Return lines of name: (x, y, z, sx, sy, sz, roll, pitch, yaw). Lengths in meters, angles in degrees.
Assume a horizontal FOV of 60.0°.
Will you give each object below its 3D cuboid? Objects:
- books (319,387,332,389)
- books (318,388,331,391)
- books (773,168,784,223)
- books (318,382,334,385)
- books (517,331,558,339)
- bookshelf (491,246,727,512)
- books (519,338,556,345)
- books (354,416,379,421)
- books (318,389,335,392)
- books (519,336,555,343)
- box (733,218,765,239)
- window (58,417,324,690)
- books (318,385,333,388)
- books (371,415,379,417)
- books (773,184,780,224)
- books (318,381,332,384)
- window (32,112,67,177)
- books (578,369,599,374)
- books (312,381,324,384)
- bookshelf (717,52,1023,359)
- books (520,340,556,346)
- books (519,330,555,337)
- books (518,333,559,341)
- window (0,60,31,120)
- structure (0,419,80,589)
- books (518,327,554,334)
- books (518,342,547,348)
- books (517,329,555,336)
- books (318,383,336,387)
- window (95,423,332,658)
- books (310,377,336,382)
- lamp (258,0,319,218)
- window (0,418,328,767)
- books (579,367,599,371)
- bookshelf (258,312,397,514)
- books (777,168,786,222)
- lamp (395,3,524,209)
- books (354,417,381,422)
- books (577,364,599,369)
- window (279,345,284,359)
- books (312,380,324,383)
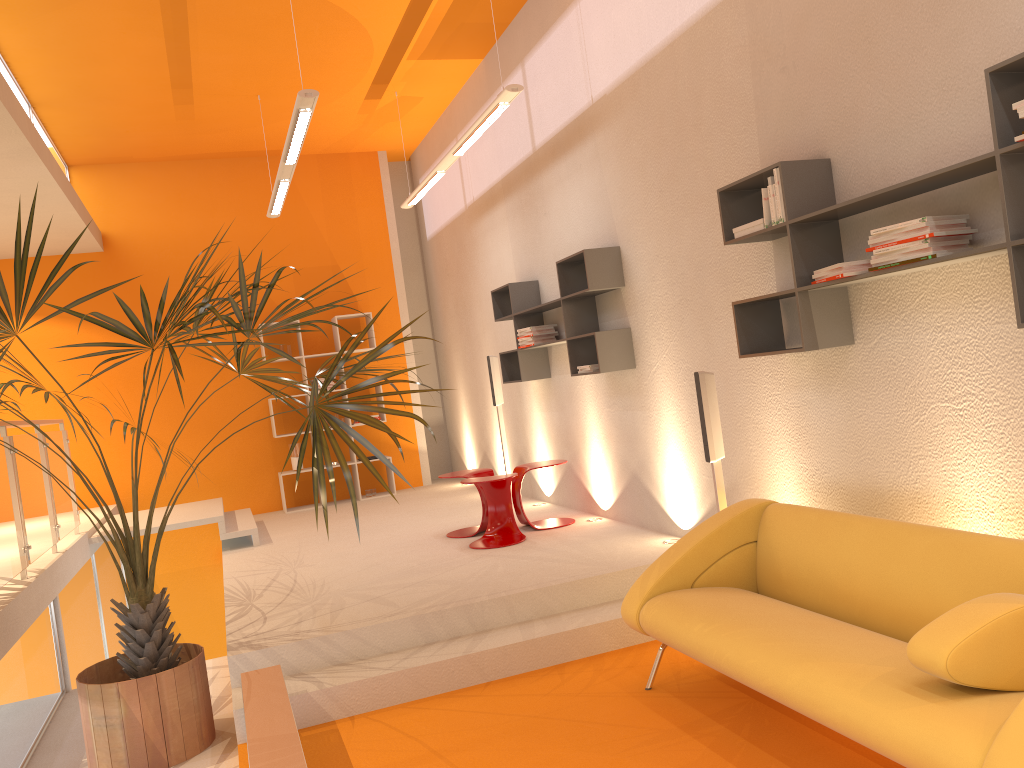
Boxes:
books: (-2.043, 0.052, 9.583, 0.190, 0.015, 0.254, -8, 1, -23)
books: (-2.037, 0.065, 9.575, 0.190, 0.011, 0.268, -8, 1, -17)
books: (1.214, -0.797, 3.726, 0.230, 0.227, 0.017, -8, 1, -19)
books: (-2.044, 0.006, 9.570, 0.210, 0.013, 0.296, -8, 1, -19)
books: (0.193, -0.375, 6.841, 0.210, 0.013, 0.297, -8, 1, -24)
bookshelf: (0.592, 0.211, 5.935, 0.322, 2.145, 3.370, -8, 1, -17)
books: (0.193, -0.328, 6.854, 0.190, 0.015, 0.254, -8, 1, -28)
books: (-1.588, 0.377, 9.666, 0.254, 0.015, 0.190, -8, 1, -17)
books: (-2.034, 0.077, 9.571, 0.210, 0.013, 0.296, -8, 1, -19)
books: (0.192, -0.343, 6.845, 0.190, 0.015, 0.254, -8, 1, -22)
box: (1.153, -0.701, 3.965, 0.232, 0.047, 0.232, -8, 1, -19)
window: (-2.664, 2.757, 7.703, 0.993, 4.599, 4.234, -8, 1, 13)
books: (-2.045, 0.037, 9.575, 0.190, 0.015, 0.254, -8, 1, -17)
books: (-1.589, 0.362, 9.653, 0.227, 0.017, 0.230, -8, 1, -24)
books: (1.218, -0.769, 3.750, 0.230, 0.169, 0.027, -8, 1, -19)
books: (-2.046, -0.006, 9.574, 0.190, 0.011, 0.268, -8, 1, -17)
window: (-4.217, -1.913, 8.171, 0.006, 0.660, 1.860, -8, 1, -19)
books: (0.573, -0.094, 5.885, 0.190, 0.015, 0.254, -8, 1, -18)
books: (-2.053, -0.019, 9.583, 0.190, 0.015, 0.254, -8, 1, -23)
bookshelf: (1.435, -0.558, 3.205, 0.252, 0.790, 2.000, -8, 1, -19)
books: (0.200, -0.316, 6.845, 0.190, 0.011, 0.268, -8, 1, -22)
books: (0.191, -0.387, 6.845, 0.190, 0.011, 0.268, -8, 1, -22)
books: (0.203, -0.361, 6.847, 0.230, 0.017, 0.227, -8, 1, -29)
window: (-3.614, -1.975, 6.365, 0.006, 0.660, 1.869, -8, 1, -19)
structure: (-1.757, 0.548, 1.655, 0.195, 0.900, 11.050, -8, 1, -19)
books: (0.182, -0.414, 6.845, 0.190, 0.015, 0.254, -8, 1, -22)
books: (0.203, -0.304, 6.842, 0.210, 0.013, 0.297, -8, 1, -24)
books: (0.184, -0.399, 6.853, 0.190, 0.015, 0.254, -8, 1, -28)
books: (-2.034, 0.020, 9.576, 0.230, 0.017, 0.227, -8, 1, -24)
window: (-2.489, 2.760, 8.587, 2.294, 4.526, 1.860, -8, 1, -19)
books: (-2.044, -0.051, 9.575, 0.230, 0.017, 0.227, -8, 1, -24)
lamp: (-1.709, -2.058, 6.467, 0.120, 1.052, 3.195, -8, 1, -19)
window: (-2.397, 1.125, 6.239, 0.908, 1.393, 6.719, -8, 1, 1)
books: (0.570, -0.108, 5.877, 0.190, 0.015, 0.254, -8, 1, -12)
bookshelf: (-0.755, 1.444, 9.019, 3.516, 4.600, 1.107, -7, 1, 29)
books: (1.226, -0.799, 3.711, 0.230, 0.227, 0.017, -8, 1, -19)
lamp: (-0.555, -2.219, 6.858, 0.120, 1.052, 3.195, -8, 1, -19)
books: (-1.577, 0.391, 9.666, 0.254, 0.015, 0.190, -8, 1, -23)
books: (0.581, -0.126, 5.877, 0.230, 0.017, 0.227, -8, 1, -19)
window: (-1.829, 2.268, 5.085, 0.481, 5.399, 8.922, -8, 1, -6)
books: (-2.055, -0.033, 9.574, 0.190, 0.015, 0.254, -8, 1, -17)
